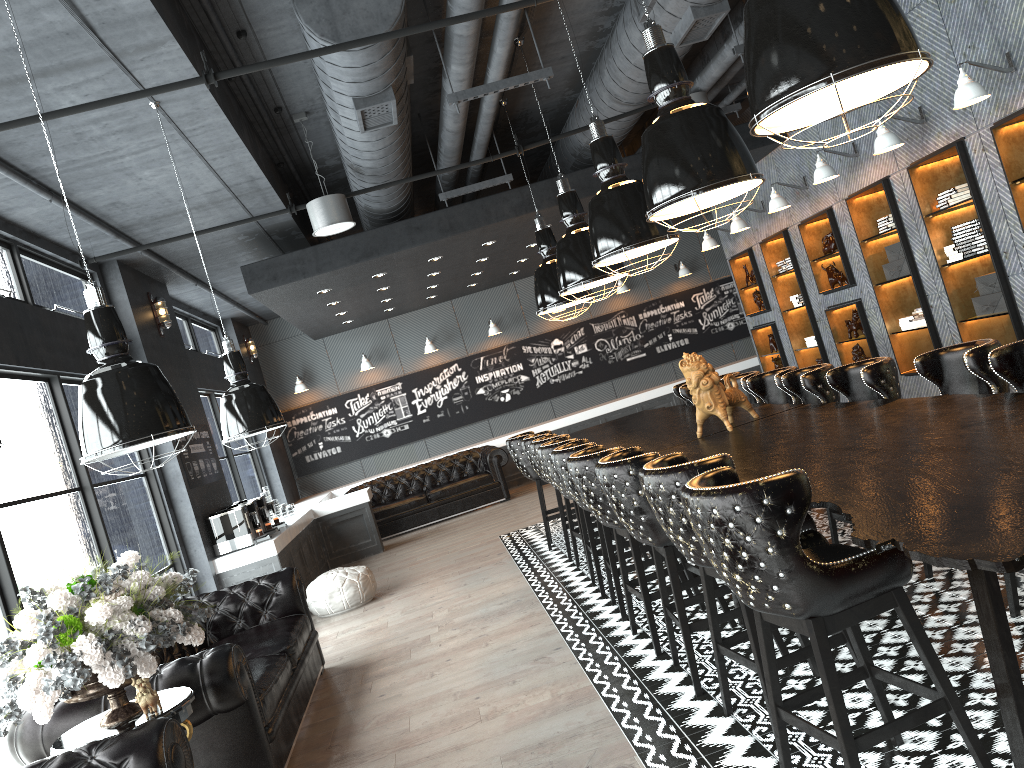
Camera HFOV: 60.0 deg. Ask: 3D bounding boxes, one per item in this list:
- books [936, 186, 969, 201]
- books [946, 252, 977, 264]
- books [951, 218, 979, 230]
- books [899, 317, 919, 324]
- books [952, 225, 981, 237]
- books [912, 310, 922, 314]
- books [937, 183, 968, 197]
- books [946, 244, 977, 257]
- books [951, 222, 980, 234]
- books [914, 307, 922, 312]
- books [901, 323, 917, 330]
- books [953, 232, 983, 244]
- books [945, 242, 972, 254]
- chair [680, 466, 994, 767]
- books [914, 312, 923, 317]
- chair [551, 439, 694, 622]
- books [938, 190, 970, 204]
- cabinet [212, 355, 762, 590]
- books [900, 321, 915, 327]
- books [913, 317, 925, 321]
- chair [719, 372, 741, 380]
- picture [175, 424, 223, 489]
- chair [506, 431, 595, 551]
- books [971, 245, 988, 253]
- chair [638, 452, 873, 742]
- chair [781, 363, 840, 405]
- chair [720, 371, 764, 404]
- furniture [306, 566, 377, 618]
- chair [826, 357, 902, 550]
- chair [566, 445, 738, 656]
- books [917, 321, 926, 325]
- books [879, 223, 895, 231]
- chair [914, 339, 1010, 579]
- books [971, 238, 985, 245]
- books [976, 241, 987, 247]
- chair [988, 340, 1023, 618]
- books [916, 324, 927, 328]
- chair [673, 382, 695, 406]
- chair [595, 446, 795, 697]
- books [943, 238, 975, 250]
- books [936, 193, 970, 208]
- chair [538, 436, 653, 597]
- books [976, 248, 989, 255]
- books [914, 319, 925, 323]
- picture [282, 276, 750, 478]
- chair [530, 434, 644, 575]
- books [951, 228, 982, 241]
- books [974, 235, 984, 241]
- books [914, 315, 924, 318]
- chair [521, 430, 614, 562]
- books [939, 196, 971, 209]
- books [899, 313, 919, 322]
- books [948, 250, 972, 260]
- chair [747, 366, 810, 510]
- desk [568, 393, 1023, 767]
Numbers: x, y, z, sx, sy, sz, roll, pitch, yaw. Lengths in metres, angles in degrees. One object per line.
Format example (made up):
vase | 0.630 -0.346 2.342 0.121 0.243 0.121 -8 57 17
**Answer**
books | 3.686 -1.589 7.364 0.194 0.028 0.245 -17 0 -14
books | 3.785 -1.065 7.383 0.246 0.028 0.193 -17 0 -13
books | 3.762 -1.324 7.263 0.194 0.028 0.245 -17 0 -31
books | 3.852 -0.624 8.469 0.243 0.024 0.175 -17 0 -7
books | 3.778 -1.270 7.280 0.194 0.028 0.245 -17 0 -36
books | 3.814 -0.686 8.140 0.197 0.020 0.206 -17 0 -5
books | 3.688 -1.619 7.358 0.193 0.028 0.245 -17 0 -6
books | 3.784 -1.124 7.396 0.245 0.028 0.193 -17 0 0
books | 3.757 -1.293 7.267 0.245 0.028 0.194 -17 0 45
books | 3.829 -0.713 8.148 0.185 0.024 0.212 -17 0 -12
books | 3.857 -0.571 8.430 0.180 0.034 0.243 -17 0 -27
books | 3.774 -1.210 7.254 0.194 0.028 0.245 -17 0 -37
books | 3.749 -1.143 7.363 0.245 0.028 0.193 -17 0 7
chair | 0.954 0.766 2.758 0.568 1.092 0.504 -17 -1 -14
books | 3.845 -0.673 8.138 0.244 0.023 0.246 -17 0 -21
chair | 0.669 0.864 5.610 0.568 1.092 0.504 -17 -1 -2
books | 3.685 -1.559 7.366 0.193 0.028 0.245 -17 0 2
cabinet | 0.918 0.956 12.055 8.422 0.827 6.309 -17 0 -6
books | 3.839 -0.595 8.445 0.166 0.024 0.227 -17 0 -38
books | 3.823 -0.621 8.145 0.205 0.019 0.264 -17 0 -7
chair | 1.912 0.486 7.867 0.568 1.092 0.504 -17 -1 -10
picture | -3.277 0.740 9.172 0.086 0.634 1.389 -17 0 -6
chair | 0.363 0.969 8.446 0.568 1.092 0.504 -17 -1 3
books | 3.824 -1.108 7.092 0.193 0.028 0.245 -17 0 5
chair | 0.927 0.777 3.491 0.568 1.092 0.504 -17 -1 -12
chair | 1.971 0.461 5.793 0.568 1.092 0.504 -17 -1 2
chair | 1.892 0.490 7.176 0.568 1.092 0.503 -17 -1 -16
furniture | -1.659 1.983 8.575 0.679 0.383 0.678 -17 0 -6
chair | 2.029 0.440 5.034 0.568 1.092 0.504 -17 -1 -5
chair | 0.720 0.846 4.865 0.568 1.092 0.504 -17 -1 -9
books | 3.841 -0.582 8.146 0.158 0.021 0.224 -17 0 3
books | 3.577 -1.492 8.322 0.193 0.028 0.245 -17 0 5
chair | 2.227 0.376 4.321 0.568 1.092 0.504 -17 -1 -5
books | 3.844 -1.173 7.104 0.194 0.028 0.245 -17 0 -16
books | 3.873 -1.153 7.087 0.193 0.028 0.245 -17 0 -10
chair | 2.256 0.365 3.605 0.568 1.092 0.504 -17 -1 -14
books | 3.842 -0.561 8.138 0.167 0.023 0.228 -17 0 -6
chair | 1.738 0.543 8.595 0.568 1.092 0.504 -17 -1 3
chair | 0.814 0.814 4.185 0.568 1.092 0.504 -17 -1 -2
books | 3.758 -1.175 7.386 0.245 0.028 0.193 -17 0 1
books | 3.672 -1.525 7.383 0.193 0.028 0.245 -17 0 5
chair | 0.607 0.886 6.318 0.568 1.092 0.504 -17 -1 -3
books | 3.862 -1.090 7.075 0.193 0.028 0.245 -17 0 -2
books | 3.835 -0.603 8.148 0.202 0.022 0.228 -17 0 -3
picture | 2.216 -0.806 15.438 12.469 1.103 0.200 -17 -1 -6
chair | 0.564 0.902 7.020 0.568 1.092 0.504 -17 -1 -10
books | 3.758 -1.234 7.255 0.194 0.028 0.245 -17 0 -34
books | 3.849 -1.205 7.067 0.194 0.028 0.245 -17 0 -11
books | 3.827 -0.644 8.152 0.197 0.023 0.248 -17 0 10
chair | 0.501 0.924 7.733 0.568 1.092 0.504 -17 -1 3
books | 3.684 -1.499 7.355 0.193 0.028 0.245 -17 0 10
books | 3.829 -0.645 8.432 0.225 0.029 0.179 -17 0 -21
books | 3.781 -1.094 7.344 0.245 0.028 0.193 -17 0 -7
chair | 1.963 0.465 6.475 0.568 1.092 0.504 -17 -1 -11
desk | 1.378 0.741 5.385 1.434 0.927 7.591 -17 0 -6
